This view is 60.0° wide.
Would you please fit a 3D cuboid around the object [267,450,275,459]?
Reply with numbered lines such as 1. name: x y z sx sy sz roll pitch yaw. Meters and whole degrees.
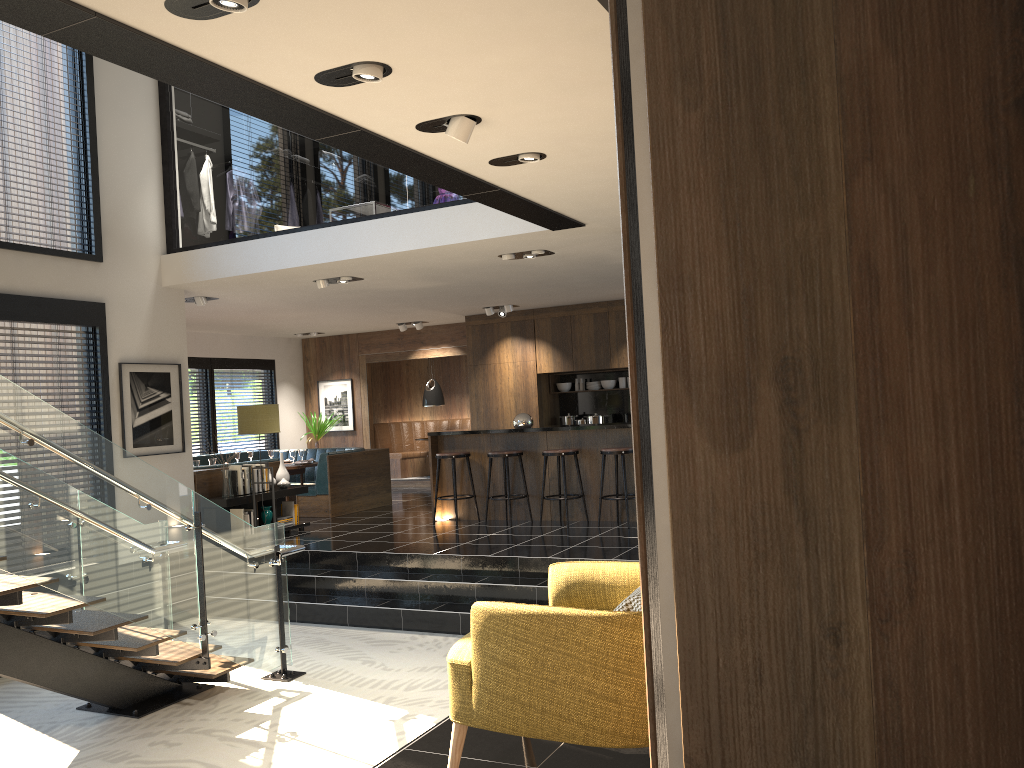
1. object: -3.336 1.013 12.295 0.098 0.191 0.098 -3 -1 24

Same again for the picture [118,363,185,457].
1. picture: -3.556 0.250 8.786 0.028 0.911 0.748 -3 -1 26

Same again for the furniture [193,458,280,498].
1. furniture: -4.151 1.361 10.437 2.610 0.822 1.365 -4 -1 26

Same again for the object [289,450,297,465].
1. object: -2.925 0.981 11.859 0.098 0.191 0.098 -3 -1 24

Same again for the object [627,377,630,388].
1. object: 1.748 -0.023 12.990 0.109 0.161 0.109 -4 -1 39

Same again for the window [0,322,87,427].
1. window: -4.285 0.488 7.831 0.005 2.297 1.221 -3 -1 26

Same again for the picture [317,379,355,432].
1. picture: -3.116 0.382 15.673 0.748 0.911 0.028 -3 -1 26

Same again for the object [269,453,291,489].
1. object: -2.682 0.995 10.168 0.319 0.398 0.316 -3 -1 2

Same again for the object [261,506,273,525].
1. object: -2.698 1.478 9.760 0.125 0.258 0.125 -3 -1 21

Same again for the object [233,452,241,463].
1. object: -3.788 1.036 12.231 0.098 0.191 0.098 -3 -1 24

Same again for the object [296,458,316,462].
1. object: -2.852 1.056 12.218 0.325 0.051 0.269 -4 -1 29

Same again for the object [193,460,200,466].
1. object: -3.688 0.989 10.354 0.098 0.191 0.098 -3 -1 24

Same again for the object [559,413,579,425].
1. object: 0.857 0.548 13.324 0.255 0.218 0.236 -3 -1 -16

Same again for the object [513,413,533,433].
1. object: 0.127 0.437 9.943 0.227 0.228 0.227 -3 -1 -13

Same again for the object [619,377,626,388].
1. object: 1.627 -0.015 13.049 0.109 0.161 0.109 -3 -1 9

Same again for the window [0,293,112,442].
1. window: -4.224 0.484 7.793 0.358 2.475 1.393 -3 -1 26

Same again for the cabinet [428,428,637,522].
1. cabinet: 0.803 0.995 9.828 3.565 0.994 0.698 -4 -1 26

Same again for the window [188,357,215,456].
1. window: -5.174 0.740 13.408 0.312 2.373 1.505 -3 -1 26

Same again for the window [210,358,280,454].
1. window: -4.515 0.735 14.759 0.312 2.373 1.505 -3 -1 26

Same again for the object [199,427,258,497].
1. object: -2.995 0.821 9.369 0.607 0.744 0.406 -3 -1 -14

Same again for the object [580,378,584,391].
1. object: 1.048 0.010 13.358 0.060 0.185 0.060 -3 -1 -5

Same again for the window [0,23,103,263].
1. window: -4.378 -2.367 7.818 0.358 2.475 1.393 -3 -1 26

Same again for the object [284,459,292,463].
1. object: -3.217 1.080 12.386 0.325 0.051 0.269 -4 -1 29

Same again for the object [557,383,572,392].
1. object: 0.797 0.056 13.482 0.234 0.138 0.234 -4 -1 29

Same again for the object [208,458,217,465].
1. object: -3.569 0.987 10.576 0.098 0.191 0.098 -3 -1 24

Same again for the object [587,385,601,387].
1. object: 1.226 0.045 13.262 0.220 0.033 0.220 -4 -1 23

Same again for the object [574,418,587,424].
1. object: 1.049 0.572 13.129 0.210 0.143 0.195 -3 -1 -16

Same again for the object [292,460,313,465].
1. object: -2.770 1.043 11.799 0.269 0.051 0.324 -4 -1 29

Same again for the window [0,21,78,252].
1. window: -4.439 -2.363 7.856 0.005 2.297 1.221 -3 -1 26

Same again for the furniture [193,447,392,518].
1. furniture: -3.165 1.351 12.364 2.610 0.822 1.365 -4 -1 26

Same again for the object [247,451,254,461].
1. object: -3.668 1.035 12.453 0.098 0.191 0.098 -3 -1 24

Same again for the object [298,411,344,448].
1. object: -3.224 1.132 15.208 0.817 1.382 0.955 -3 -1 -16

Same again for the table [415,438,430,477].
1. table: -1.289 1.241 15.106 0.702 0.643 0.702 -3 -1 1

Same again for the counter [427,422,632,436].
1. counter: 0.773 0.477 9.833 3.574 0.041 0.698 -4 -1 26

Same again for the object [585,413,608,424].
1. object: 1.228 0.528 12.912 0.300 0.218 0.279 -2 -1 -31

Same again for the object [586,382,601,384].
1. object: 1.223 -0.001 13.263 0.220 0.033 0.220 -4 -1 23

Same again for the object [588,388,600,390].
1. object: 1.227 0.080 13.262 0.220 0.033 0.220 -4 -1 23

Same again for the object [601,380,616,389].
1. object: 1.438 0.016 13.168 0.234 0.138 0.234 -2 -2 -44

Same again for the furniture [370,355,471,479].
1. furniture: -1.133 0.427 15.532 2.639 2.335 1.174 -4 -1 25

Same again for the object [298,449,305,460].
1. object: -2.859 0.982 12.056 0.098 0.191 0.098 -3 -1 24

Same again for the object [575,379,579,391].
1. object: 0.980 0.014 13.391 0.060 0.185 0.060 -3 -1 -33

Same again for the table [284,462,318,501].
1. table: -3.288 1.434 12.123 1.539 0.661 0.822 -4 -1 26

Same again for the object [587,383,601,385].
1. object: 1.224 0.011 13.263 0.220 0.033 0.220 -4 -1 23

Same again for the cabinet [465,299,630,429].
1. cabinet: 2.635 0.102 12.402 6.895 2.690 0.869 -4 -1 26

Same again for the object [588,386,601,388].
1. object: 1.226 0.055 13.262 0.220 0.033 0.220 -4 -1 23
